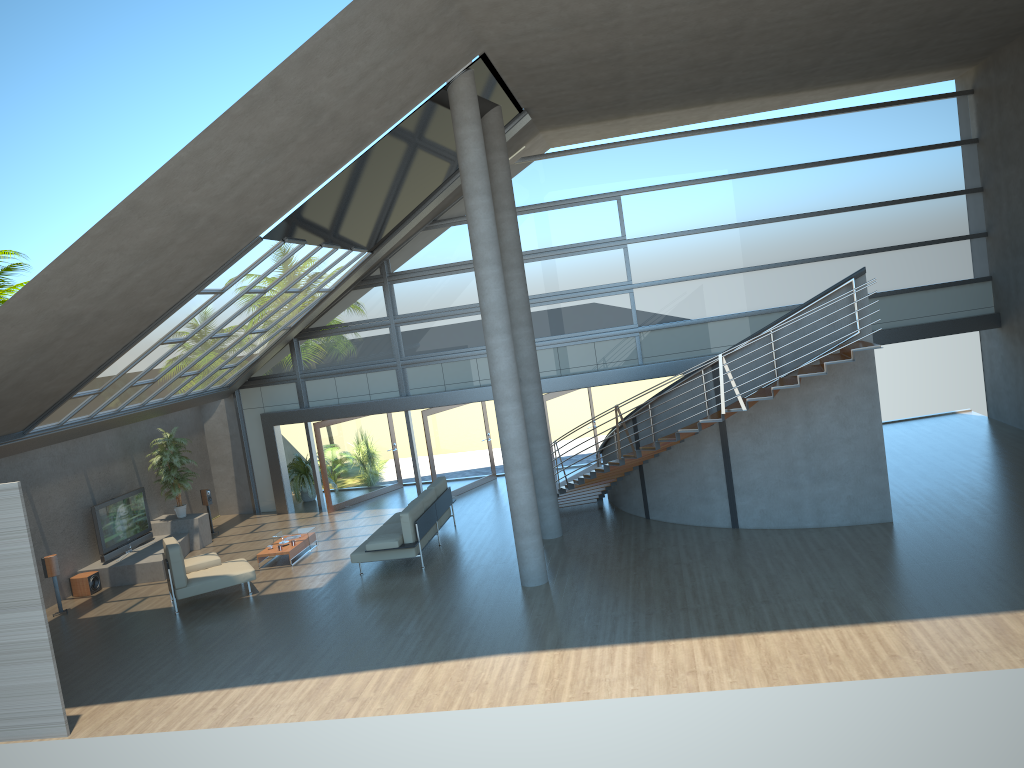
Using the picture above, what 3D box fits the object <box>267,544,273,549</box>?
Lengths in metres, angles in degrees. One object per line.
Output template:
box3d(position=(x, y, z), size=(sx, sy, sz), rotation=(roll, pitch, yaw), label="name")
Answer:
box3d(position=(-4.219, 2.836, 15.475), size=(0.102, 0.086, 0.100), rotation=(-7, 5, 13), label="object")

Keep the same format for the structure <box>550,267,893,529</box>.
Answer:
box3d(position=(2.481, 0.457, 13.714), size=(2.349, 3.653, 6.809), rotation=(-13, 7, -43), label="structure")

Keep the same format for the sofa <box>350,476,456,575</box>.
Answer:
box3d(position=(-1.817, 2.354, 15.088), size=(1.166, 0.947, 3.079), rotation=(-8, 5, 9), label="sofa")

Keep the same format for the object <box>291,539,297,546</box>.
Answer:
box3d(position=(-3.815, 2.769, 15.481), size=(0.070, 0.101, 0.085), rotation=(-5, 6, 37), label="object")

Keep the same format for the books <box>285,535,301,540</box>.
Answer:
box3d(position=(-3.967, 2.780, 16.113), size=(0.275, 0.005, 0.189), rotation=(-9, 5, -8), label="books")

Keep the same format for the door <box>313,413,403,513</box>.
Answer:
box3d(position=(-3.397, 1.626, 19.854), size=(0.200, 1.977, 2.298), rotation=(-5, 6, 38), label="door")

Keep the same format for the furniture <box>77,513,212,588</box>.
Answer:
box3d(position=(-6.622, 3.066, 16.834), size=(1.577, 0.610, 2.936), rotation=(-8, 5, 9), label="furniture")

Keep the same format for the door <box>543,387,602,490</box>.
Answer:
box3d(position=(1.289, 1.035, 18.741), size=(0.200, 1.977, 2.298), rotation=(-6, 6, 30), label="door")

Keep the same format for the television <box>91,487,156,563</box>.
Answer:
box3d(position=(-7.177, 2.597, 16.396), size=(0.396, 1.063, 1.568), rotation=(-8, 5, 9), label="television")

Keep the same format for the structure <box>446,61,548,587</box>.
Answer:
box3d(position=(-0.203, -0.767, 11.981), size=(0.381, 7.125, 0.382), rotation=(-8, 5, 9), label="structure")

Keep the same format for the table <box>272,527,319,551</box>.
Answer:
box3d(position=(-3.933, 2.851, 16.140), size=(0.680, 0.342, 0.400), rotation=(-8, 5, 9), label="table")

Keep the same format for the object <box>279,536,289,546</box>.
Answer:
box3d(position=(-4.009, 2.759, 15.574), size=(0.178, 0.161, 0.178), rotation=(-12, 6, -39), label="object")

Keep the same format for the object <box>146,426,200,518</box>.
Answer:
box3d(position=(-6.761, 1.756, 17.696), size=(0.932, 1.857, 0.895), rotation=(-11, 6, -32), label="object")

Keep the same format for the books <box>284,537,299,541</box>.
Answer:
box3d(position=(-3.991, 2.792, 16.066), size=(0.275, 0.005, 0.189), rotation=(-9, 5, -11), label="books")

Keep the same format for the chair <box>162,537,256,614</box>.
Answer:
box3d(position=(-4.783, 2.840, 13.938), size=(1.244, 1.023, 1.217), rotation=(-11, 5, -25), label="chair")

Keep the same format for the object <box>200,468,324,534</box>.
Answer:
box3d(position=(-8.341, 3.173, 16.519), size=(7.863, 0.982, 21.345), rotation=(-7, 5, 12), label="object")

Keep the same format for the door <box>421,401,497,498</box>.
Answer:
box3d(position=(-1.105, 1.349, 19.182), size=(0.200, 1.977, 2.298), rotation=(-5, 6, 32), label="door")

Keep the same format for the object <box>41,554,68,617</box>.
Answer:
box3d(position=(-7.304, 3.215, 14.163), size=(0.234, 0.959, 0.171), rotation=(-11, 5, -25), label="object")

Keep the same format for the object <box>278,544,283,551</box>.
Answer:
box3d(position=(-3.998, 2.815, 15.260), size=(0.085, 0.101, 0.070), rotation=(-8, 5, 8), label="object")

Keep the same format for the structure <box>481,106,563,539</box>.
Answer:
box3d(position=(0.132, -1.016, 14.269), size=(0.381, 7.125, 0.382), rotation=(-12, 6, -37), label="structure")

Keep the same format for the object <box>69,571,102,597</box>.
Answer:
box3d(position=(-7.360, 3.446, 15.268), size=(0.425, 0.323, 0.362), rotation=(-8, 5, 9), label="object")

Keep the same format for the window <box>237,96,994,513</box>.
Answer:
box3d(position=(1.771, -1.366, 18.451), size=(16.616, 6.630, 1.098), rotation=(-8, 5, 7), label="window")

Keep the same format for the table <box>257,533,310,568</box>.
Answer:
box3d(position=(-3.983, 2.947, 15.751), size=(0.600, 0.250, 1.200), rotation=(-8, 5, 9), label="table")
